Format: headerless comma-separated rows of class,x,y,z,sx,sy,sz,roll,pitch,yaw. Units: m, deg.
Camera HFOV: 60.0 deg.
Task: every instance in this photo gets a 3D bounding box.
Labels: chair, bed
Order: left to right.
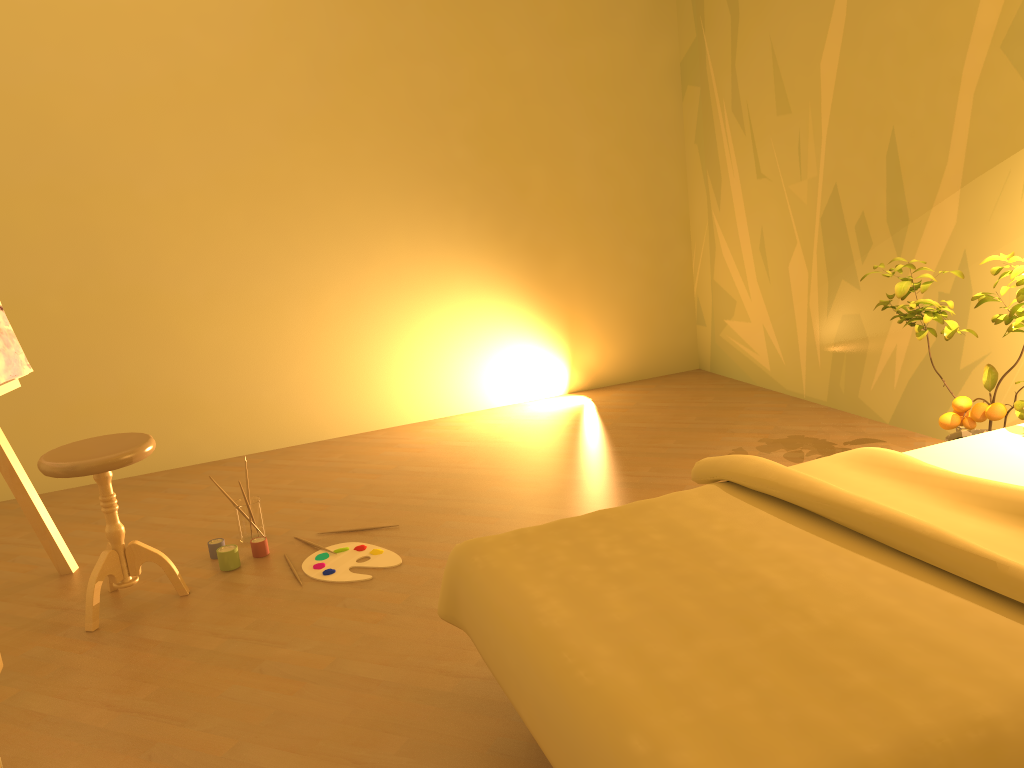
chair,-1.298,0.468,2.908,0.364,0.551,0.348,-8,13,-7
bed,1.067,0.248,1.940,2.378,0.894,1.286,-10,13,-18

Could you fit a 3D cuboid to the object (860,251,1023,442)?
object,1.476,-0.039,2.899,0.372,0.944,0.828,-12,14,-24

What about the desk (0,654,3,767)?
desk,-0.701,0.862,0.468,0.684,0.720,1.396,-10,13,-18

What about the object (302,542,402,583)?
object,-0.577,0.621,3.107,0.366,0.014,0.288,5,17,42

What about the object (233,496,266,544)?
object,-1.008,0.525,3.417,0.106,0.157,0.106,5,17,42

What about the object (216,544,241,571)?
object,-1.014,0.622,3.174,0.073,0.073,0.073,-9,13,-14

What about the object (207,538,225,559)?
object,-1.095,0.612,3.294,0.060,0.060,0.060,-14,15,-33

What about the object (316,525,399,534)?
object,-0.594,0.558,3.403,0.325,0.010,0.010,-6,13,2

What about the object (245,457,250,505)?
object,-1.024,0.436,3.446,0.010,0.319,0.069,-4,13,8

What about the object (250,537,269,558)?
object,-0.928,0.601,3.262,0.060,0.060,0.060,-15,15,-35

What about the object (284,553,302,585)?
object,-0.767,0.645,3.103,0.010,0.010,0.325,-12,14,-23

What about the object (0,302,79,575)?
object,-2.017,-0.027,2.650,1.132,1.896,0.972,-15,15,-35

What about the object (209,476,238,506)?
object,-1.049,0.469,3.383,0.159,0.286,0.010,-12,14,-23

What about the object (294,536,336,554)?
object,-0.732,0.597,3.288,0.010,0.015,0.325,-17,16,-39

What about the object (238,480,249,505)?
object,-1.000,0.469,3.370,0.010,0.278,0.172,-8,13,-6
